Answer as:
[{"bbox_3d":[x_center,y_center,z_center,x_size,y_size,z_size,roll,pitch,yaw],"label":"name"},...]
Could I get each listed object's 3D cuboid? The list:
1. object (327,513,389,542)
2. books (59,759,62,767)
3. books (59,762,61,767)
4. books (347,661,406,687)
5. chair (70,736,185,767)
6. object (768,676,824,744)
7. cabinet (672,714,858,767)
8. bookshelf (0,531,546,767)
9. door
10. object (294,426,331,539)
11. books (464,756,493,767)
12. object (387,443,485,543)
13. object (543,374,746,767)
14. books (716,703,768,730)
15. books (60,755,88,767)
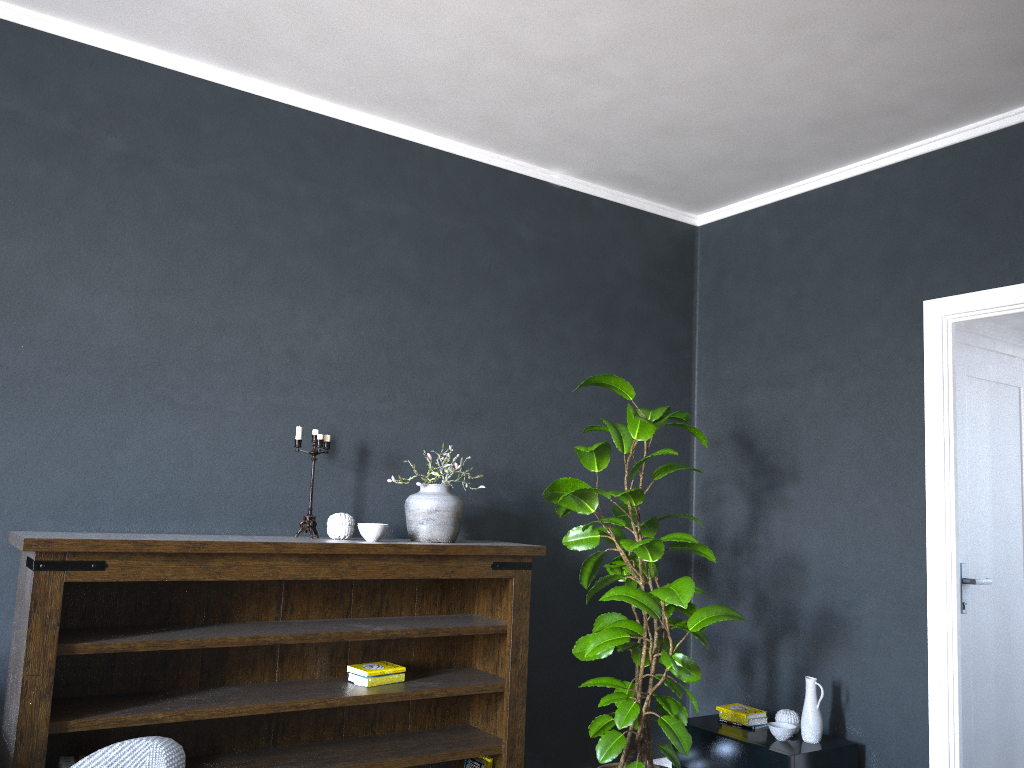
[{"bbox_3d":[-0.598,0.553,3.428,0.255,0.103,0.118,-1,-8,21],"label":"object"},{"bbox_3d":[-1.292,1.233,2.876,0.305,0.008,0.219,7,-9,-29],"label":"books"},{"bbox_3d":[-1.291,1.240,2.872,0.305,0.008,0.219,7,-9,-30],"label":"books"},{"bbox_3d":[-0.524,1.171,3.492,0.174,0.113,0.197,-5,-11,45],"label":"books"},{"bbox_3d":[-0.903,1.111,1.633,0.645,0.809,0.495,-2,-9,34],"label":"chair"},{"bbox_3d":[1.214,1.398,3.858,0.229,0.267,0.229,3,-7,0],"label":"object"},{"bbox_3d":[1.099,1.732,3.907,0.456,0.389,0.651,8,-9,-34],"label":"cabinet"},{"bbox_3d":[-0.802,1.164,3.263,1.920,1.170,0.451,8,-9,-34],"label":"bookshelf"},{"bbox_3d":[2.138,0.874,3.937,0.857,2.182,0.162,7,-9,-34],"label":"door"},{"bbox_3d":[-0.802,0.384,3.485,0.130,0.437,0.145,2,-7,2],"label":"object"},{"bbox_3d":[-0.158,1.658,3.697,0.123,0.192,0.180,7,-9,-30],"label":"books"},{"bbox_3d":[-0.324,0.441,3.649,0.386,0.411,0.276,-3,-9,34],"label":"object"},{"bbox_3d":[0.501,0.916,3.651,0.764,1.895,1.119,9,-9,-40],"label":"object"},{"bbox_3d":[1.056,1.523,4.070,0.162,0.065,0.215,9,-10,-38],"label":"books"},{"bbox_3d":[-1.290,1.224,2.877,0.305,0.013,0.219,7,-9,-29],"label":"books"}]
